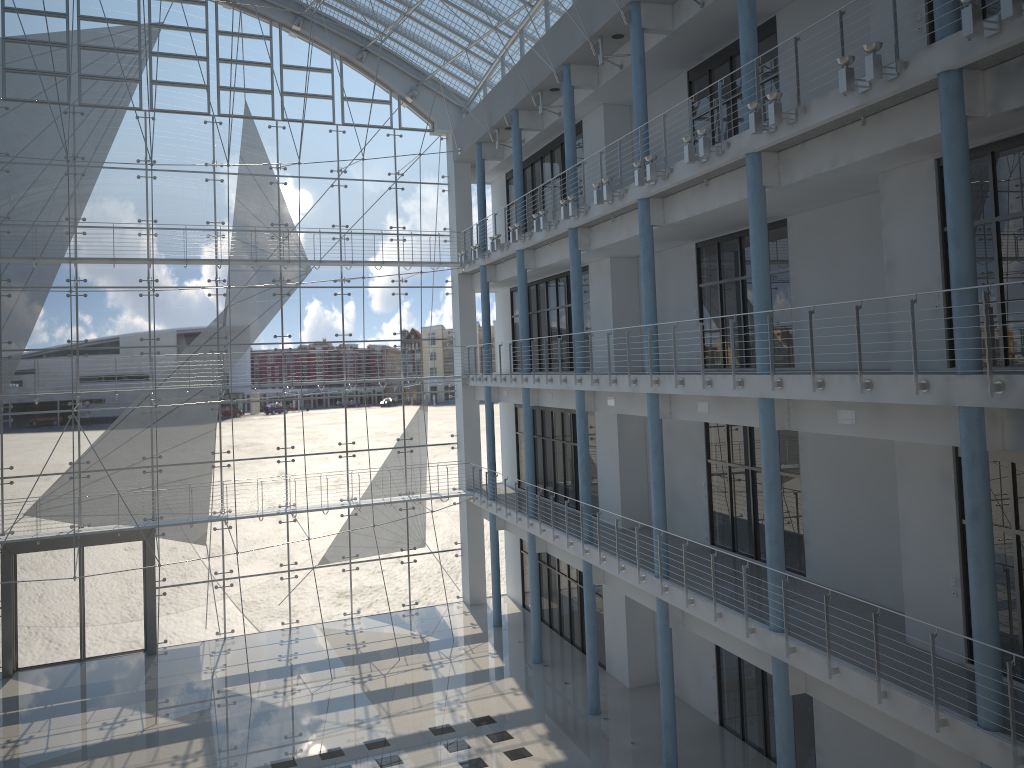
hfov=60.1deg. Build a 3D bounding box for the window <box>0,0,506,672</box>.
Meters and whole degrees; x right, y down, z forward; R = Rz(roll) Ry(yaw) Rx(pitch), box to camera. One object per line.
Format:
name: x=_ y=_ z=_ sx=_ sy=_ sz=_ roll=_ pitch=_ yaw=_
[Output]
window: x=-1.778 y=-0.307 z=3.494 sx=3.851 sy=2.781 sz=0.010 roll=-2 pitch=-2 yaw=-24
